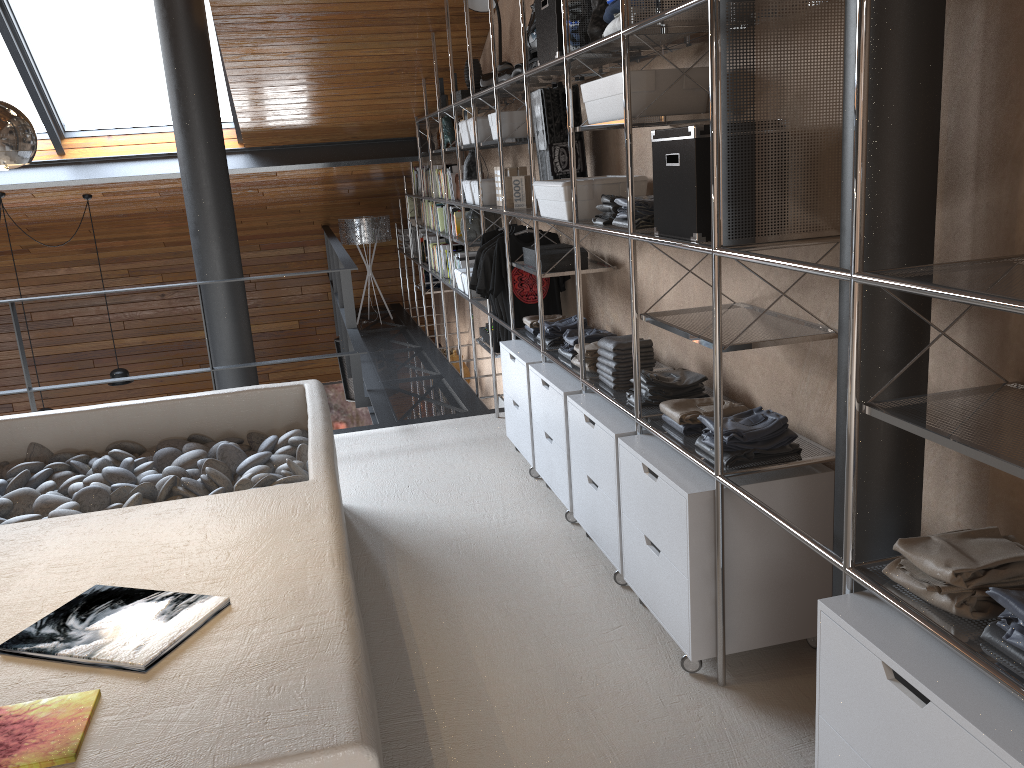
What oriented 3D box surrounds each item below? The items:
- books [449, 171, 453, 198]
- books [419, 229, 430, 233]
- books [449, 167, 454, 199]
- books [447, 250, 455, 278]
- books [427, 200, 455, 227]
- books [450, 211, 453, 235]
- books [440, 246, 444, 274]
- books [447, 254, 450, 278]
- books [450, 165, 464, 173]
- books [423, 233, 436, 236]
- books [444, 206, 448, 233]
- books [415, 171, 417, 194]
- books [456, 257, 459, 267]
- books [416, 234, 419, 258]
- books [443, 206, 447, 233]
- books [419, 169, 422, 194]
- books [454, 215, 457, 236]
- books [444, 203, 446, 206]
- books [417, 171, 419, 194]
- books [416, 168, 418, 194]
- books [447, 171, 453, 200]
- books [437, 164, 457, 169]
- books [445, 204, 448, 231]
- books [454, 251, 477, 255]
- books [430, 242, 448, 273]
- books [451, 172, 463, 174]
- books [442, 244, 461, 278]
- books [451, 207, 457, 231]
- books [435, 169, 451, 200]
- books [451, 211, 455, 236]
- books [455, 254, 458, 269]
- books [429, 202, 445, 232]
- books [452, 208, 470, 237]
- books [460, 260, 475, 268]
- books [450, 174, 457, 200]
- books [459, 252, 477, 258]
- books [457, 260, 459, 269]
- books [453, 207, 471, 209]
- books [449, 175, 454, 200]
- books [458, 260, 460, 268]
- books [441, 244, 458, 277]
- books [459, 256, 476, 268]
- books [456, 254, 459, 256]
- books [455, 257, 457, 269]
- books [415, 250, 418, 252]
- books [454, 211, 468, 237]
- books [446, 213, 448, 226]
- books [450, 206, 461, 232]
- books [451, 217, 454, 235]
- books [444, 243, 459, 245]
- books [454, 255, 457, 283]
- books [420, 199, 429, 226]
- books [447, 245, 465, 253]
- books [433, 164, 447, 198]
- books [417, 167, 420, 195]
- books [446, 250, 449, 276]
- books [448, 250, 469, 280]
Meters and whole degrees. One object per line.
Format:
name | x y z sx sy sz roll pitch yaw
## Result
books | -0.352 -1.347 5.989 0.127 0.192 0.079 -7 14 -12
books | -0.749 -1.263 7.977 0.143 0.268 0.020 -7 14 -12
books | -0.328 -1.349 5.948 0.161 0.215 0.092 -7 14 -12
books | -0.396 -0.883 6.507 0.137 0.201 0.047 -7 14 -12
books | -0.510 -1.291 6.779 0.138 0.211 1.041 -7 15 -12
books | -0.366 -1.138 6.236 0.143 0.161 0.019 -7 14 -12
books | -0.459 -0.952 6.772 0.155 0.215 0.055 -7 14 -12
books | -0.407 -0.875 6.520 0.131 0.180 0.042 -7 14 -13
books | -0.314 -1.361 5.942 0.177 0.208 0.082 -7 14 -12
books | -0.702 -1.188 7.714 0.131 0.247 0.018 -7 14 -12
books | -0.398 -1.199 6.431 0.169 0.189 0.018 -7 14 -12
books | -0.772 -1.742 7.653 0.127 0.197 0.063 -7 14 -12
books | -0.298 -0.798 6.177 0.161 0.187 0.060 -7 14 -12
books | -0.796 -1.281 8.132 0.148 0.234 0.013 -7 14 -12
books | -0.421 -1.204 6.454 0.148 0.190 0.013 -7 14 -12
books | -0.683 -1.679 7.288 0.148 0.229 0.073 -7 14 -12
books | -0.325 -1.087 6.061 0.131 0.147 0.045 -7 14 -12
books | -0.387 -1.219 6.470 0.207 0.207 0.010 -7 14 -12
books | -0.743 -1.708 7.513 0.111 0.194 0.059 -7 14 -12
books | -0.737 -1.742 7.596 0.161 0.219 0.074 -7 14 -12
books | -0.361 -1.349 5.998 0.127 0.192 0.079 -7 14 -12
books | -0.465 -1.492 6.508 0.148 0.232 0.053 -7 14 -12
books | -0.383 -1.206 6.418 0.191 0.207 0.012 -7 14 -12
books | -0.298 -0.834 6.281 0.207 0.205 0.053 -7 14 -12
books | -0.542 -0.998 7.000 0.139 0.211 0.467 -7 15 -13
books | -0.340 -1.324 5.928 0.117 0.176 0.074 -7 14 -12
books | -0.435 -0.910 6.560 0.148 0.232 0.053 -7 14 -12
books | -0.348 -1.141 6.186 0.148 0.190 0.013 -7 14 -12
books | -0.431 -1.413 6.251 0.139 0.206 0.498 -7 15 -13
books | -0.338 -1.110 6.115 0.148 0.167 0.053 -7 14 -12
books | -0.293 -0.821 6.229 0.191 0.205 0.055 -7 14 -12
books | -0.523 -1.280 6.755 0.139 0.208 0.494 -7 15 -12
books | -0.339 -1.110 6.071 0.129 0.186 0.050 -7 14 -12
books | -0.281 -0.766 6.090 0.130 0.166 0.046 -7 14 -12
books | -0.343 -1.318 5.917 0.112 0.169 0.068 -7 14 -12
books | -0.285 -0.798 6.110 0.143 0.217 0.066 -7 14 -12
books | -0.309 -0.780 6.152 0.130 0.166 0.046 -7 14 -12
books | -0.340 -1.132 6.152 0.129 0.188 0.010 -7 14 -12
books | -0.352 -1.330 5.975 0.119 0.166 0.072 -7 14 -12
books | -0.294 -0.780 6.141 0.146 0.171 0.054 -7 14 -12
books | -0.447 -0.921 6.606 0.148 0.232 0.053 -7 14 -12
books | -0.288 -0.778 6.097 0.129 0.186 0.050 -7 14 -12
books | -0.285 -0.818 6.220 0.192 0.201 0.055 -7 14 -12
books | -0.308 -0.814 6.241 0.169 0.188 0.058 -7 14 -12
books | -0.798 -1.259 8.276 0.217 0.013 0.161 -7 15 -12
books | -0.319 -1.093 6.045 0.129 0.165 0.056 -7 14 -12
books | -0.388 -1.183 6.367 0.161 0.187 0.021 -7 14 -12
books | -0.352 -1.151 6.216 0.146 0.195 0.023 -7 14 -12
books | -0.349 -1.112 6.126 0.130 0.166 0.046 -7 14 -12
books | -0.437 -0.930 6.638 0.143 0.236 0.062 -7 14 -12
books | -0.331 -0.819 6.264 0.148 0.189 0.053 -7 14 -12
books | -0.671 -1.433 7.373 0.130 0.216 0.311 -7 15 -12
books | -0.396 -0.905 6.533 0.148 0.232 0.053 -7 14 -12
books | -0.503 -1.496 6.535 0.148 0.232 0.053 -7 14 -12
books | -0.739 -1.726 7.520 0.122 0.227 0.076 -7 14 -12
books | -0.406 -0.893 6.544 0.149 0.205 0.049 -7 15 -13
books | -0.368 -0.853 6.387 0.136 0.210 0.273 -7 15 -12
